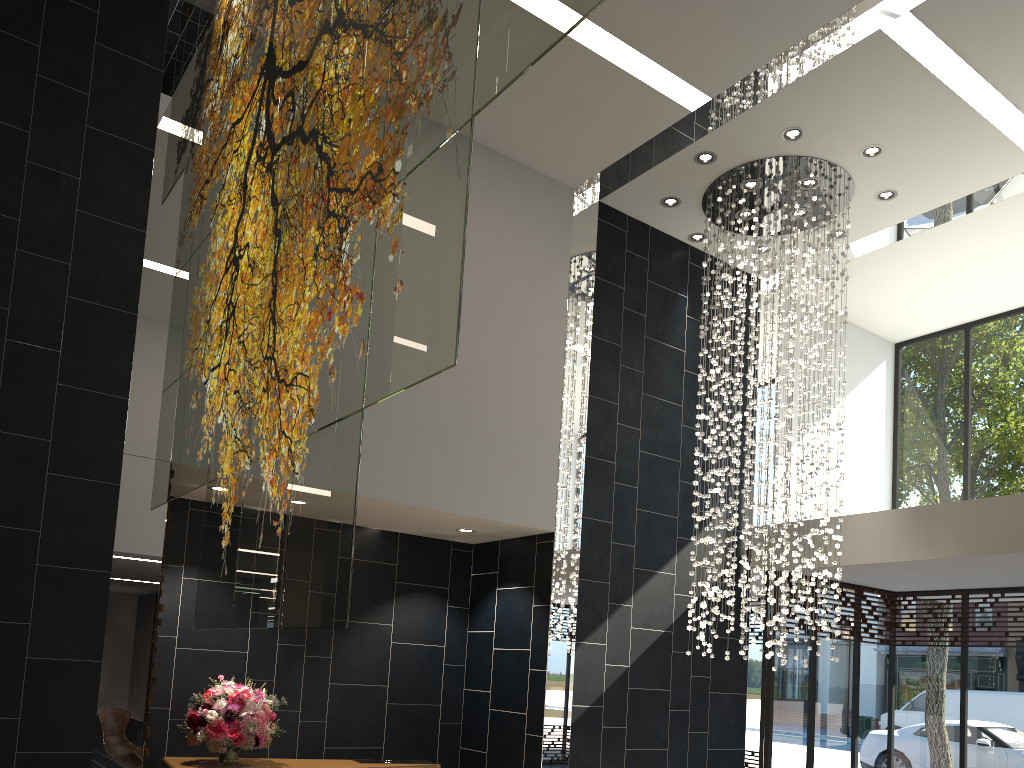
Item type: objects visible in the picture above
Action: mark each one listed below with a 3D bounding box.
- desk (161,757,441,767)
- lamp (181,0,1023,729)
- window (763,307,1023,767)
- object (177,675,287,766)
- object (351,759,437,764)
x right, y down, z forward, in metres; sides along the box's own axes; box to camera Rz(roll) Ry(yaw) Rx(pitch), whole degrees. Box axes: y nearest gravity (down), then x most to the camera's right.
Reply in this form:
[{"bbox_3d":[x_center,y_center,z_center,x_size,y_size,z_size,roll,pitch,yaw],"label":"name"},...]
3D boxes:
[{"bbox_3d":[-1.645,3.394,6.865,2.292,0.720,1.013,16,-18,-34],"label":"desk"},{"bbox_3d":[0.904,-44.031,6.112,400.507,109.519,417.053,6,-18,-9],"label":"lamp"},{"bbox_3d":[5.502,1.391,7.400,2.398,5.776,6.285,9,-13,-34],"label":"window"},{"bbox_3d":[-2.112,2.538,6.514,0.679,0.650,0.701,15,-17,-43],"label":"object"},{"bbox_3d":[-0.986,3.209,7.319,0.720,0.025,0.249,12,-20,-24],"label":"object"}]
